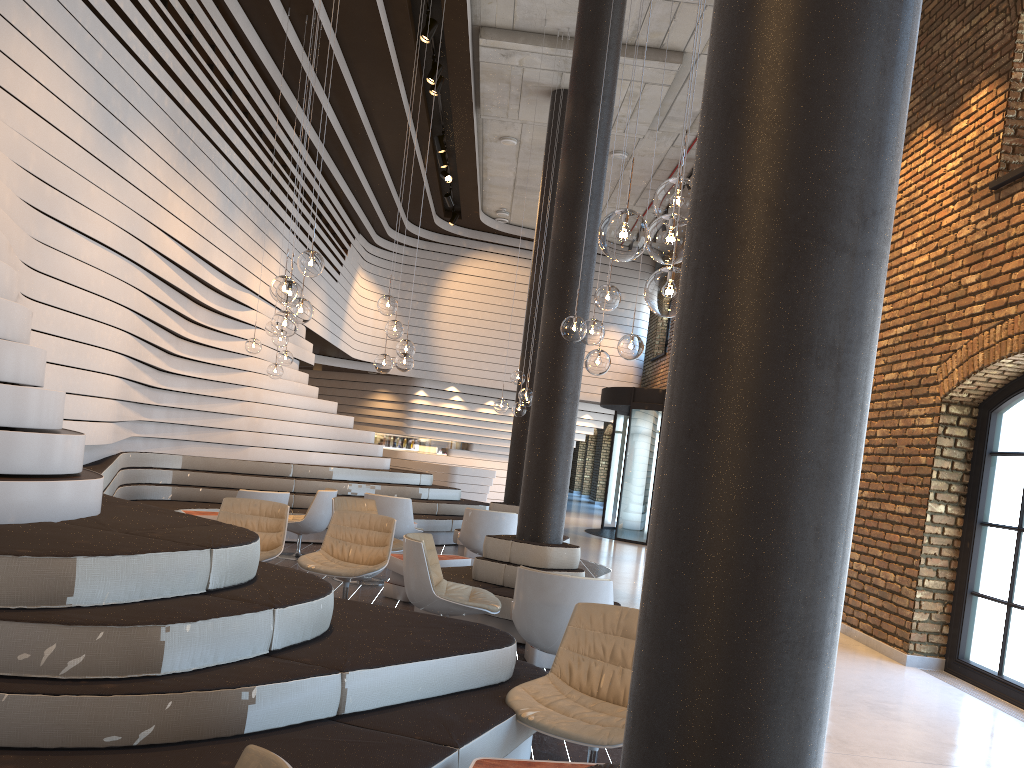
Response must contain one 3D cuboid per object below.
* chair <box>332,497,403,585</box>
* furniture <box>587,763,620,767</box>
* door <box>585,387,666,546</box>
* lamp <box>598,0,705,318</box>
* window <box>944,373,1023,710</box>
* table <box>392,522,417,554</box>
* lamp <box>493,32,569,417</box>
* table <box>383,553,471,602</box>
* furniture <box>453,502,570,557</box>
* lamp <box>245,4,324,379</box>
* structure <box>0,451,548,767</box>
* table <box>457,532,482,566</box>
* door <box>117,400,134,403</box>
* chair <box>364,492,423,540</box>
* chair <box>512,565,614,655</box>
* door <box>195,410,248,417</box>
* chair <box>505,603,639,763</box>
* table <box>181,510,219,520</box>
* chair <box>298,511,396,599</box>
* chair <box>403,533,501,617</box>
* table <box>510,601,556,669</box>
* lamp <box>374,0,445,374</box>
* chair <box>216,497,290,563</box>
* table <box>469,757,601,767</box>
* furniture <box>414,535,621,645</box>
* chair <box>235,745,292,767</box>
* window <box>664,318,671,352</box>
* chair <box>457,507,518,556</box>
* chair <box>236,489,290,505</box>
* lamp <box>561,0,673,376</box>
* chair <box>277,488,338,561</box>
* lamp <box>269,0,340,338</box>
[{"bbox_3d":[-1.409,1.504,8.452,0.710,0.768,0.657,6,-1,39],"label":"chair"},{"bbox_3d":[0.623,1.261,1.695,1.274,0.723,1.774,7,-3,-6],"label":"furniture"},{"bbox_3d":[3.163,1.691,17.024,3.202,2.858,3.255,7,-2,6],"label":"door"},{"bbox_3d":[0.755,-2.528,2.932,0.544,4.640,0.274,5,3,-40],"label":"lamp"},{"bbox_3d":[3.834,1.058,6.126,0.130,2.540,2.355,7,-1,-1],"label":"window"},{"bbox_3d":[-1.571,1.853,10.714,0.906,0.371,0.413,8,-2,-29],"label":"table"},{"bbox_3d":[-1.277,-1.723,15.290,9.031,4.618,41.971,7,-4,-1],"label":"lamp"},{"bbox_3d":[-0.810,1.733,7.926,0.413,0.371,0.907,6,-3,36],"label":"table"},{"bbox_3d":[0.210,1.928,11.294,1.274,0.723,1.774,5,-4,34],"label":"furniture"},{"bbox_3d":[-2.224,-2.403,9.026,0.531,4.726,0.332,5,3,-39],"label":"lamp"},{"bbox_3d":[-2.220,1.131,5.802,5.772,0.928,18.233,7,-4,-5],"label":"structure"},{"bbox_3d":[-0.205,1.976,10.235,0.905,0.371,0.414,7,-1,1],"label":"table"},{"bbox_3d":[-5.500,0.616,11.918,0.971,2.111,0.162,7,2,-1],"label":"door"},{"bbox_3d":[-1.357,1.615,9.863,0.656,0.768,0.711,6,-1,15],"label":"chair"},{"bbox_3d":[0.306,1.461,5.197,0.656,0.768,0.711,6,-1,17],"label":"chair"},{"bbox_3d":[-7.135,0.864,21.846,1.771,2.708,0.079,7,2,3],"label":"door"},{"bbox_3d":[0.358,1.355,3.698,0.656,0.768,0.711,6,-1,36],"label":"chair"},{"bbox_3d":[-3.208,1.568,9.462,0.413,0.371,0.907,6,-3,36],"label":"table"},{"bbox_3d":[-1.276,1.401,6.866,0.656,0.768,0.711,6,-1,19],"label":"chair"},{"bbox_3d":[-0.421,1.433,5.962,0.710,0.768,0.656,7,-1,2],"label":"chair"},{"bbox_3d":[0.449,1.737,6.002,0.905,0.371,0.413,7,-2,-9],"label":"table"},{"bbox_3d":[-0.750,-2.436,7.397,0.309,4.753,0.660,7,2,7],"label":"lamp"},{"bbox_3d":[-2.121,1.307,6.930,0.656,0.768,0.710,7,-1,6],"label":"chair"},{"bbox_3d":[0.293,1.489,2.928,0.905,0.371,0.414,6,-1,6],"label":"table"},{"bbox_3d":[-0.093,1.575,7.028,1.275,0.723,1.772,8,-4,-31],"label":"furniture"},{"bbox_3d":[-0.777,1.062,1.545,0.710,0.768,0.656,7,-1,3],"label":"chair"},{"bbox_3d":[3.676,-1.290,19.795,0.126,1.453,1.571,7,-1,-1],"label":"window"},{"bbox_3d":[-0.264,1.711,9.443,0.656,0.768,0.710,7,-1,-1],"label":"chair"},{"bbox_3d":[-2.529,1.375,8.478,0.710,0.768,0.657,6,-1,43],"label":"chair"},{"bbox_3d":[0.829,-2.382,5.523,0.544,4.686,0.292,6,2,-16],"label":"lamp"},{"bbox_3d":[-2.273,1.479,9.470,0.710,0.768,0.656,7,-1,-2],"label":"chair"},{"bbox_3d":[-1.113,-2.611,5.498,0.293,4.686,0.542,6,2,-6],"label":"lamp"}]
